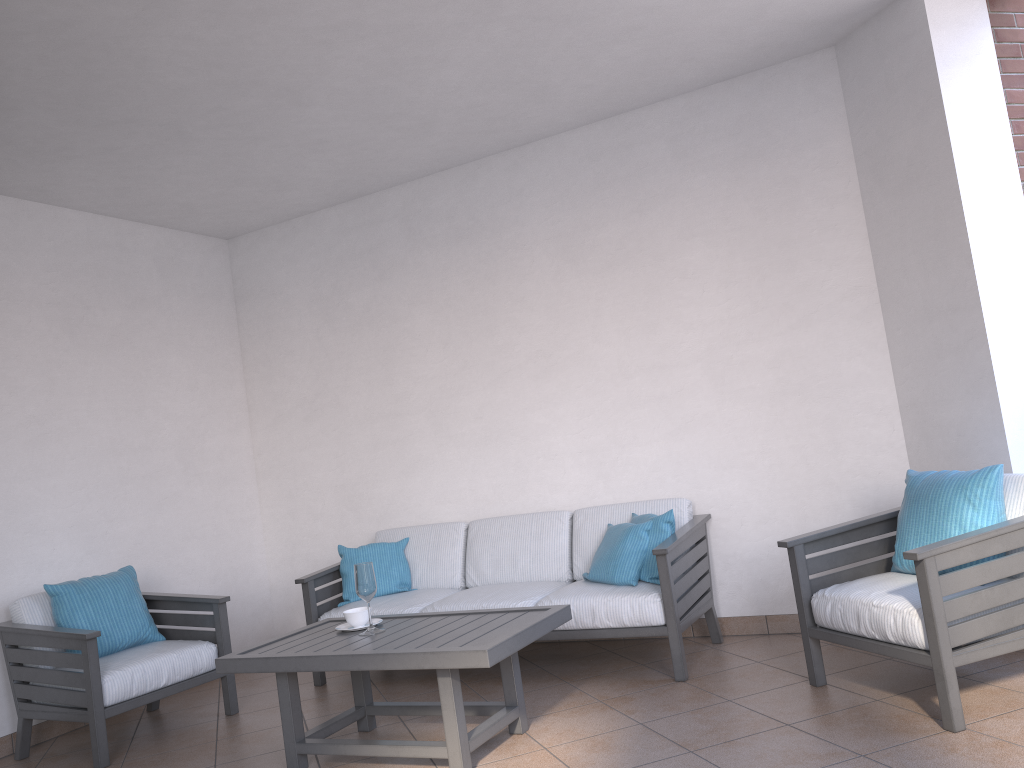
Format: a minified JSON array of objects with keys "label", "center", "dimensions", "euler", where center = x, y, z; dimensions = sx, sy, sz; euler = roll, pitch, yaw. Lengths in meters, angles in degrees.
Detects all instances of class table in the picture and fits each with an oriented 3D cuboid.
[{"label":"table","center":[-0.443,1.233,3.566],"dimensions":[1.260,0.473,0.710],"euler":[-10,-5,27]}]

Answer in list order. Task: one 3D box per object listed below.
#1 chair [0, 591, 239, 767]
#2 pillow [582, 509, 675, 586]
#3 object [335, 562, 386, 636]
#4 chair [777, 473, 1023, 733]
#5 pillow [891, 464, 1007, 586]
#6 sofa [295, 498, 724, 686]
[{"label":"chair","center":[-1.977,1.377,4.452],"dimensions":[0.807,0.765,0.797],"euler":[-11,-5,32]},{"label":"pillow","center":[0.581,0.833,4.430],"dimensions":[0.377,0.370,0.543],"euler":[-6,-5,-23]},{"label":"object","center":[-0.664,0.903,3.772],"dimensions":[0.203,0.284,0.337],"euler":[-7,-5,-13]},{"label":"chair","center":[1.633,0.772,3.427],"dimensions":[0.807,0.765,0.797],"euler":[-7,-5,-18]},{"label":"pillow","center":[1.697,0.544,3.471],"dimensions":[0.316,0.426,0.510],"euler":[-7,-5,-21]},{"label":"sofa","center":[-0.046,1.122,4.788],"dimensions":[2.161,0.765,0.807],"euler":[-10,-5,27]}]
